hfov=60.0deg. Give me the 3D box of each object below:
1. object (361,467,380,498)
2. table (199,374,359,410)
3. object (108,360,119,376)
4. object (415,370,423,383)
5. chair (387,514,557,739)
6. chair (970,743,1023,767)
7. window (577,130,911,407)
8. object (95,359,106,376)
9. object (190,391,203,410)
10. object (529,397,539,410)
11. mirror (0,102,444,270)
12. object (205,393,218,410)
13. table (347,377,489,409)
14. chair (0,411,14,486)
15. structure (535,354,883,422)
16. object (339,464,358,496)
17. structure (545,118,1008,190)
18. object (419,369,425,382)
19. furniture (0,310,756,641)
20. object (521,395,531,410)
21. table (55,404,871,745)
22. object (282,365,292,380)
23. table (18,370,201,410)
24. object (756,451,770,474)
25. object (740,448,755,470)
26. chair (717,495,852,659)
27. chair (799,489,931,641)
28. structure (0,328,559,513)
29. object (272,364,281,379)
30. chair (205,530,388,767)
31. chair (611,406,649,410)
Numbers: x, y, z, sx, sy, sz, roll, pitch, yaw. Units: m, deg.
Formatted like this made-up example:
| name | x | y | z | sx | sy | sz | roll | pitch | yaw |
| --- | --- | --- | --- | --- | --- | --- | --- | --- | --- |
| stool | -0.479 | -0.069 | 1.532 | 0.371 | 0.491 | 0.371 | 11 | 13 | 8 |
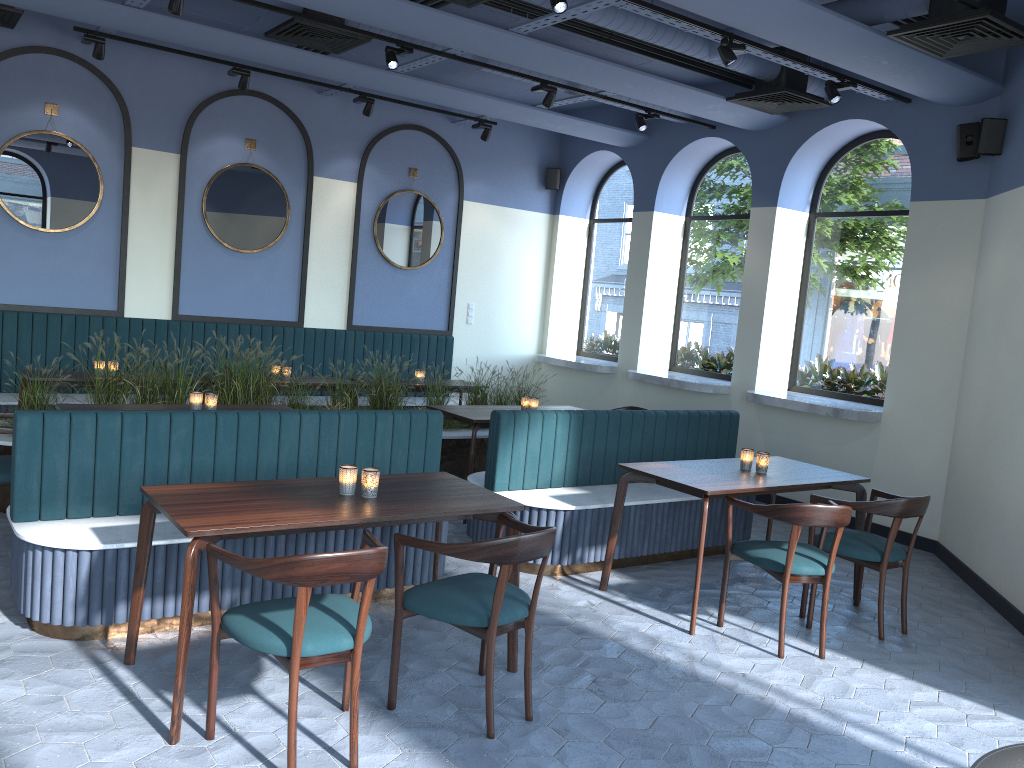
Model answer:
| name | x | y | z | sx | sy | sz | roll | pitch | yaw |
| --- | --- | --- | --- | --- | --- | --- | --- | --- | --- |
| object | -0.604 | 0.420 | 3.774 | 0.078 | 0.120 | 0.078 | 9 | 7 | 37 |
| table | -2.061 | 0.330 | 7.827 | 1.332 | 0.755 | 0.548 | 1 | 7 | -35 |
| object | -3.147 | -0.128 | 6.995 | 0.078 | 0.120 | 0.078 | 3 | 6 | -18 |
| object | -0.898 | -0.074 | 8.528 | 0.078 | 0.120 | 0.078 | 9 | 7 | 37 |
| chair | -0.122 | 0.912 | 3.527 | 0.525 | 0.793 | 0.618 | 10 | 7 | 40 |
| chair | -2.304 | 0.866 | 1.151 | 6.322 | 0.949 | 3.651 | 1 | 7 | -37 |
| window | 0.884 | -0.817 | 3.656 | 3.897 | 2.394 | 14.212 | 7 | 6 | 15 |
| object | -3.224 | -0.129 | 6.934 | 0.078 | 0.120 | 0.078 | 3 | 6 | -18 |
| object | -2.004 | 0.111 | 5.629 | 0.078 | 0.120 | 0.078 | 9 | 7 | 37 |
| object | 0.170 | 0.170 | 7.034 | 0.078 | 0.120 | 0.078 | 3 | 6 | -18 |
| mirror | -2.527 | -1.815 | 8.596 | 4.357 | 1.089 | 0.026 | 1 | 7 | -35 |
| object | -1.907 | 0.120 | 5.618 | 0.078 | 0.120 | 0.078 | 9 | 7 | 37 |
| table | -0.919 | 0.355 | 8.637 | 1.332 | 0.755 | 0.548 | 1 | 7 | -35 |
| chair | -2.914 | 0.516 | 4.974 | 0.525 | 0.793 | 0.618 | 1 | 7 | -36 |
| structure | 0.558 | 0.375 | 3.816 | 4.315 | 0.080 | 14.155 | 7 | 6 | 16 |
| object | -0.701 | 0.411 | 3.785 | 0.078 | 0.120 | 0.078 | 9 | 7 | 37 |
| structure | -2.374 | -2.116 | 4.603 | 7.261 | 0.268 | 13.143 | 10 | 7 | 37 |
| object | -0.886 | -0.082 | 8.625 | 0.078 | 0.120 | 0.078 | 9 | 7 | 37 |
| furniture | -1.357 | 0.288 | 6.883 | 4.800 | 1.150 | 4.703 | 1 | 7 | -35 |
| object | 0.110 | 0.157 | 7.110 | 0.078 | 0.120 | 0.078 | 3 | 6 | -18 |
| table | -1.902 | 0.773 | 3.472 | 3.997 | 0.755 | 9.778 | 10 | 7 | 38 |
| object | -1.980 | -0.100 | 7.790 | 0.078 | 0.120 | 0.078 | 9 | 7 | 37 |
| table | -3.184 | 0.307 | 7.028 | 1.285 | 0.755 | 0.548 | 1 | 7 | -35 |
| object | 1.483 | 0.465 | 5.250 | 0.078 | 0.120 | 0.078 | 3 | 6 | -18 |
| object | 1.410 | 0.451 | 5.325 | 0.078 | 0.120 | 0.078 | 3 | 6 | -18 |
| chair | 1.444 | 0.950 | 4.584 | 0.618 | 0.793 | 0.525 | 4 | 6 | -11 |
| chair | 2.004 | 0.962 | 4.981 | 0.618 | 0.793 | 0.525 | 1 | 7 | -36 |
| structure | -1.549 | 0.215 | 7.156 | 4.878 | 1.207 | 1.143 | 1 | 7 | -34 |
| object | -2.076 | -0.110 | 7.801 | 0.078 | 0.120 | 0.078 | 9 | 7 | 37 |
| chair | -0.714 | 0.899 | 3.109 | 0.618 | 0.793 | 0.525 | 1 | 7 | -36 |
| chair | 0.897 | 0.596 | 7.680 | 0.525 | 0.793 | 0.618 | 1 | 7 | -36 |
